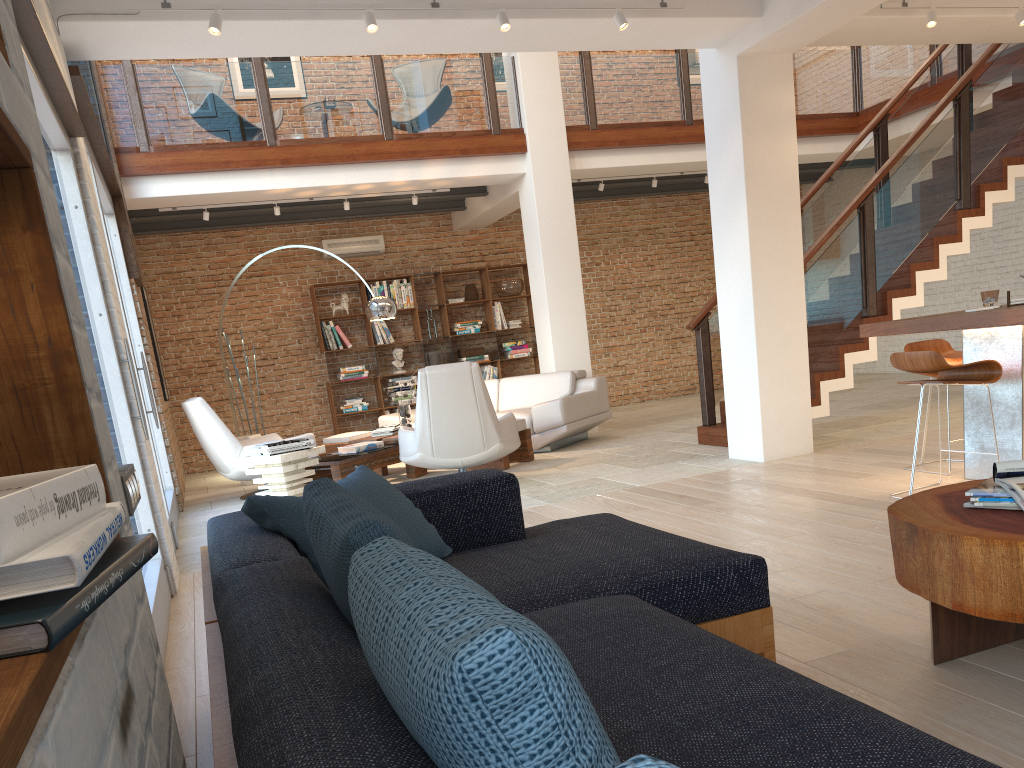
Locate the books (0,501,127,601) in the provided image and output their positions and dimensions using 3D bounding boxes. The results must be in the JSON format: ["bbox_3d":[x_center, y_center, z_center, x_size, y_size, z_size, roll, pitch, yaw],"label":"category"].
[{"bbox_3d":[-0.351,0.113,0.561,0.169,0.019,0.233,-8,2,-17],"label":"books"}]

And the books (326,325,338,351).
[{"bbox_3d":[-2.404,-0.609,11.558,0.101,0.343,0.250,-11,9,-20],"label":"books"}]

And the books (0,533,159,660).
[{"bbox_3d":[-0.337,0.138,0.557,0.161,0.017,0.247,-8,2,-10],"label":"books"}]

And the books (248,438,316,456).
[{"bbox_3d":[-1.831,0.490,6.823,0.382,0.081,0.566,-9,3,-35],"label":"books"}]

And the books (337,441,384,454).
[{"bbox_3d":[-1.346,0.563,7.759,0.255,0.058,0.318,-5,3,41],"label":"books"}]

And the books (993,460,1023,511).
[{"bbox_3d":[1.485,0.263,2.302,0.323,0.112,0.265,-7,4,14],"label":"books"}]

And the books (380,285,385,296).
[{"bbox_3d":[-1.749,-1.136,11.685,0.055,0.339,0.250,-12,9,-20],"label":"books"}]

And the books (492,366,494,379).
[{"bbox_3d":[-0.321,-0.069,12.374,0.097,0.364,0.267,-11,9,-20],"label":"books"}]

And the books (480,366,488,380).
[{"bbox_3d":[-0.431,-0.064,12.341,0.161,0.382,0.239,-11,10,-19],"label":"books"}]

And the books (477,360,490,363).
[{"bbox_3d":[-0.522,-0.302,12.255,0.352,0.021,0.269,-8,2,-20],"label":"books"}]

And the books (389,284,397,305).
[{"bbox_3d":[-1.618,-1.154,11.702,0.055,0.339,0.250,-12,9,-20],"label":"books"}]

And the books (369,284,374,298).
[{"bbox_3d":[-1.874,-1.132,11.640,0.020,0.369,0.267,-12,10,-20],"label":"books"}]

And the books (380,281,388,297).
[{"bbox_3d":[-1.702,-1.170,11.675,0.036,0.394,0.239,-12,10,-20],"label":"books"}]

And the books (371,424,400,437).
[{"bbox_3d":[-1.236,0.460,8.685,0.251,0.076,0.390,-7,3,13],"label":"books"}]

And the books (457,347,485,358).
[{"bbox_3d":[-0.572,-0.440,12.202,0.332,0.122,0.210,-9,5,-19],"label":"books"}]

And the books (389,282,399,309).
[{"bbox_3d":[-1.589,-1.173,11.724,0.020,0.369,0.267,-12,10,-20],"label":"books"}]

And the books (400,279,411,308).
[{"bbox_3d":[-1.442,-1.208,11.771,0.036,0.394,0.239,-12,10,-20],"label":"books"}]

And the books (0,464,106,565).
[{"bbox_3d":[-0.354,0.087,0.548,0.132,0.034,0.202,-8,2,-10],"label":"books"}]

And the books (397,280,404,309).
[{"bbox_3d":[-1.530,-1.196,11.742,0.036,0.394,0.239,-12,10,-20],"label":"books"}]

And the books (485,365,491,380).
[{"bbox_3d":[-0.385,-0.070,12.331,0.159,0.383,0.239,-11,10,-19],"label":"books"}]

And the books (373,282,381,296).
[{"bbox_3d":[-1.791,-1.157,11.651,0.036,0.394,0.239,-12,10,-20],"label":"books"}]

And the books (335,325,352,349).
[{"bbox_3d":[-2.263,-0.621,11.598,0.193,0.327,0.250,-11,9,-19],"label":"books"}]

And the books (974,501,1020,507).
[{"bbox_3d":[1.453,0.301,2.353,0.319,0.011,0.246,-6,3,40],"label":"books"}]

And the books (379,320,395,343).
[{"bbox_3d":[-1.710,-0.705,11.756,0.156,0.338,0.250,-11,9,-19],"label":"books"}]

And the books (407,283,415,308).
[{"bbox_3d":[-1.398,-1.187,11.808,0.055,0.339,0.250,-12,9,-20],"label":"books"}]

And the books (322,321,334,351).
[{"bbox_3d":[-2.449,-0.627,11.519,0.090,0.395,0.239,-11,10,-20],"label":"books"}]

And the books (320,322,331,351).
[{"bbox_3d":[-2.481,-0.622,11.501,0.090,0.395,0.239,-11,10,-20],"label":"books"}]

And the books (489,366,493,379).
[{"bbox_3d":[-0.338,-0.069,12.359,0.097,0.364,0.267,-11,9,-20],"label":"books"}]

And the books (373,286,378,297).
[{"bbox_3d":[-1.830,-1.124,11.639,0.055,0.339,0.250,-12,9,-20],"label":"books"}]

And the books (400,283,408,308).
[{"bbox_3d":[-1.481,-1.174,11.757,0.055,0.339,0.250,-12,9,-20],"label":"books"}]

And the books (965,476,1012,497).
[{"bbox_3d":[1.448,0.279,2.375,0.318,0.011,0.247,-5,3,45],"label":"books"}]

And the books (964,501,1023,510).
[{"bbox_3d":[1.447,0.312,2.369,0.247,0.011,0.318,-9,3,-40],"label":"books"}]

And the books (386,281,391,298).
[{"bbox_3d":[-1.671,-1.175,11.695,0.036,0.394,0.239,-12,10,-20],"label":"books"}]

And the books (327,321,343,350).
[{"bbox_3d":[-2.345,-0.640,11.541,0.120,0.392,0.239,-11,10,-20],"label":"books"}]

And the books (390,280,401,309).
[{"bbox_3d":[-1.569,-1.190,11.743,0.036,0.394,0.239,-12,10,-20],"label":"books"}]

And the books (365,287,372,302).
[{"bbox_3d":[-1.908,-1.113,11.632,0.055,0.339,0.250,-12,9,-20],"label":"books"}]

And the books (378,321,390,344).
[{"bbox_3d":[-1.760,-0.707,11.752,0.123,0.358,0.267,-11,9,-20],"label":"books"}]

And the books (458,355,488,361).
[{"bbox_3d":[-0.549,-0.363,12.214,0.376,0.037,0.241,-8,3,-20],"label":"books"}]

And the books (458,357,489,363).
[{"bbox_3d":[-0.543,-0.328,12.258,0.375,0.037,0.241,-9,3,-23],"label":"books"}]

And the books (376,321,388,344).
[{"bbox_3d":[-1.778,-0.704,11.737,0.123,0.358,0.267,-11,9,-20],"label":"books"}]

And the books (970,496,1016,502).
[{"bbox_3d":[1.452,0.289,2.369,0.319,0.011,0.246,-6,3,40],"label":"books"}]

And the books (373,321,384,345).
[{"bbox_3d":[-1.826,-0.714,11.708,0.102,0.394,0.239,-11,10,-20],"label":"books"}]

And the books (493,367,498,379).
[{"bbox_3d":[-0.274,-0.067,12.376,0.115,0.343,0.250,-11,9,-20],"label":"books"}]

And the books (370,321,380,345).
[{"bbox_3d":[-1.869,-0.709,11.718,0.100,0.394,0.239,-11,10,-20],"label":"books"}]
